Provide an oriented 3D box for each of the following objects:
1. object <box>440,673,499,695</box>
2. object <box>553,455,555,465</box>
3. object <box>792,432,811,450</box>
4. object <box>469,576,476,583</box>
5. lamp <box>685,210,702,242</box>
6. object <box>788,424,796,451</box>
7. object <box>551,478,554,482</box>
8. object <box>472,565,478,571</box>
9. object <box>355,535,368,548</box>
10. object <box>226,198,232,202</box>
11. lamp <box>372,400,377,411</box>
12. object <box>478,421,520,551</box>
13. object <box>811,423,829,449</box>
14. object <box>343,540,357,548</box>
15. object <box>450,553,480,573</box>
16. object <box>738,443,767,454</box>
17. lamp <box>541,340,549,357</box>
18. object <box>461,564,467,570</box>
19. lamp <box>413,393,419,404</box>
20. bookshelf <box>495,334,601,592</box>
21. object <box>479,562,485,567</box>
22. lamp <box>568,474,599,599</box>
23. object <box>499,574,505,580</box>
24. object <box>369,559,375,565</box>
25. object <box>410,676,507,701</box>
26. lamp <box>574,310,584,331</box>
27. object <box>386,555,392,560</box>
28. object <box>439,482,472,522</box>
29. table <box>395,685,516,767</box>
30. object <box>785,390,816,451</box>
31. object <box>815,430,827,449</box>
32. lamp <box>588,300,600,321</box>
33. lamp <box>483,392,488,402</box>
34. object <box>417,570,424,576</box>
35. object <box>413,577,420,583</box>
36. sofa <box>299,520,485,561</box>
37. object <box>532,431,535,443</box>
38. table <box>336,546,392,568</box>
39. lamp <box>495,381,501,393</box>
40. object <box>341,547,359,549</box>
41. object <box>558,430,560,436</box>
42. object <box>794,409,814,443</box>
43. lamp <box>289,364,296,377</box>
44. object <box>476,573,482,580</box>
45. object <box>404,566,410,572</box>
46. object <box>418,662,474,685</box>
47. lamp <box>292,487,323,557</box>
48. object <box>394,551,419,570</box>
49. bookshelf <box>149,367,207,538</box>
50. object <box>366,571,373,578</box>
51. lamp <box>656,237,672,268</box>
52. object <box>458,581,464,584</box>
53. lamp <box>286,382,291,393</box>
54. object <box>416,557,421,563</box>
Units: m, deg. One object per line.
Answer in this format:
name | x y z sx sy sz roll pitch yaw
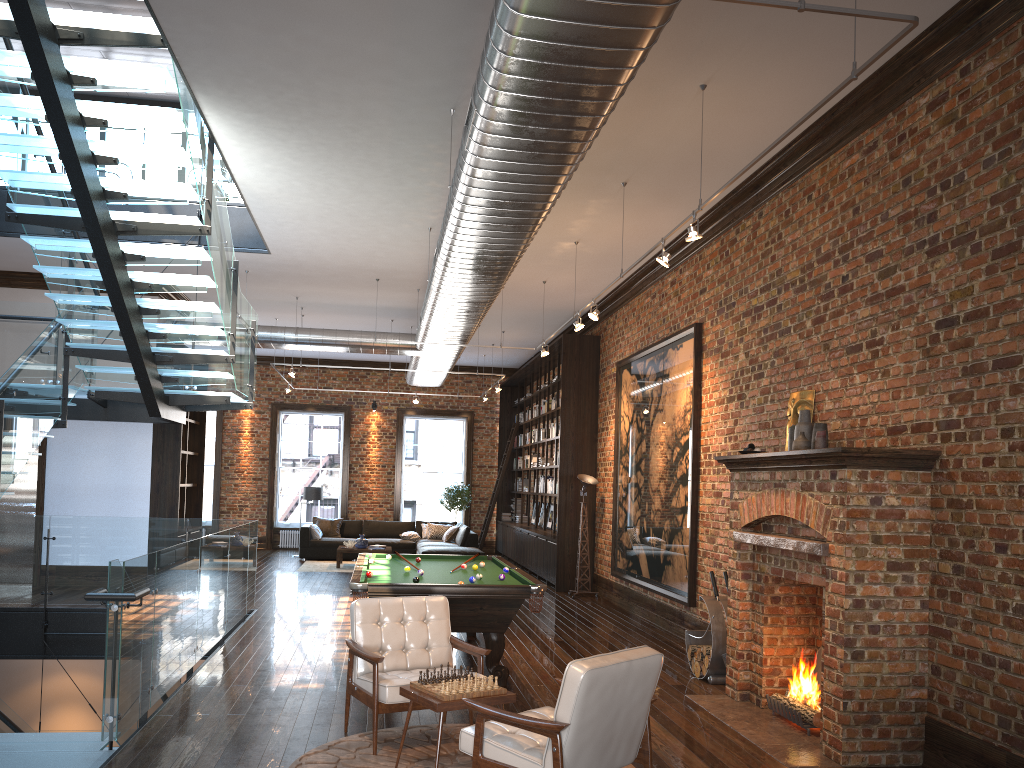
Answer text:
object | -0.223 1.587 4.736 0.335 0.100 0.076 6 -5 -33
object | 0.777 1.310 15.776 0.069 0.287 0.117 2 -2 -15
object | 2.097 0.429 6.419 0.136 0.168 0.136 -1 -4 34
object | -0.330 1.633 7.393 0.057 0.057 0.057 2 -4 -3
lamp | 1.269 -1.100 6.177 0.117 0.212 0.117 0 -3 33
object | 2.174 0.434 6.783 0.118 0.249 0.118 0 -3 40
object | 0.809 1.901 16.509 0.166 0.281 0.015 2 -2 -8
object | -0.354 1.759 8.497 0.057 0.057 0.057 2 -4 -8
object | -2.846 2.983 16.788 0.215 0.250 0.216 0 -4 25
object | -5.338 -2.674 15.718 0.812 1.858 0.803 0 -3 35
lamp | -3.198 0.507 20.610 0.126 0.236 0.155 2 -3 -8
object | -0.341 2.366 19.916 0.897 3.066 0.497 2 -2 -8
object | 2.245 0.402 6.462 0.120 0.242 0.121 1 -3 11
object | -3.018 3.001 16.595 0.219 0.159 0.219 -2 -6 34
object | -0.464 1.804 8.996 0.028 0.072 1.615 1 -7 8
object | 1.892 0.517 6.951 0.237 0.105 0.238 2 -6 2
lamp | 0.441 -0.469 11.810 0.113 0.229 0.114 1 -3 6
object | -0.463 1.760 8.539 0.057 0.057 0.057 6 -6 -43
lamp | -2.087 0.313 19.278 0.114 0.229 0.114 4 -3 -39
bookshelf | 0.491 1.629 17.416 0.600 3.981 7.445 2 -5 -8
object | -0.297 1.799 8.832 0.057 0.057 0.057 -1 -5 37
lamp | 1.099 2.248 13.144 0.425 1.821 0.508 2 -2 -3
object | -0.087 1.673 7.676 0.057 0.057 0.057 1 -4 14
object | -1.387 1.760 8.776 0.057 0.057 0.057 2 -4 -10
object | -0.296 1.659 4.842 0.389 0.028 0.389 6 -8 -33
lamp | 0.743 -0.694 9.768 0.114 0.229 0.114 3 -3 -29
object | -1.300 1.830 9.363 0.057 0.057 0.057 2 -4 -7
object | -1.336 3.176 20.555 0.812 1.858 0.803 2 -2 0
table | -0.307 1.914 4.827 0.518 0.493 0.464 5 -5 -33
object | 2.255 0.325 7.053 0.125 0.534 0.410 2 -4 -8
object | 2.205 0.419 6.336 0.081 0.178 0.082 0 -3 34
lamp | 0.841 -0.767 9.110 0.113 0.229 0.114 1 -3 21
lamp | -0.539 0.263 18.431 0.113 0.229 0.114 0 -3 31
object | -0.809 1.671 7.851 0.057 0.057 0.057 5 -5 -38
object | -0.782 1.601 7.233 0.057 0.057 0.057 2 -4 -4
sofa | -2.447 3.142 17.456 3.501 0.801 3.467 3 -6 -8
object | 0.447 1.095 18.250 0.075 0.254 0.088 2 -2 -18
table | -2.801 3.290 16.858 1.000 0.344 1.006 3 -6 -8
lamp | -0.248 0.043 16.446 0.114 0.229 0.114 3 -3 -32
object | -3.028 3.070 16.581 0.267 0.018 0.202 0 -7 15
object | 0.905 0.889 15.824 0.096 0.136 0.236 3 -5 -24
object | 2.190 0.368 6.639 0.145 0.348 0.146 0 -3 28
lamp | -3.721 -0.227 14.999 0.114 0.229 0.114 1 -3 13
object | -0.283 1.665 7.664 0.057 0.057 0.057 -1 -5 31
object | -0.959 1.698 8.127 0.057 0.057 0.057 -1 -5 29
object | -0.365 1.607 4.952 0.335 0.100 0.076 6 -5 -33
lamp | -4.259 2.868 18.404 0.687 1.461 0.421 1 -2 21
object | -1.053 1.777 8.910 0.028 0.072 1.613 2 -6 -16
bookshelf | -5.126 1.275 13.679 0.401 3.504 1.789 2 -3 -8
object | -1.216 1.626 7.570 0.057 0.057 0.057 -2 -5 39
lamp | 1.168 -1.016 6.858 0.114 0.229 0.113 4 -3 -34
object | -0.402 1.584 6.983 0.057 0.057 0.057 1 -4 10
lamp | -4.494 0.077 17.854 0.114 0.229 0.114 0 -3 33
object | -0.965 1.814 9.137 0.057 0.057 0.057 -2 -5 40
